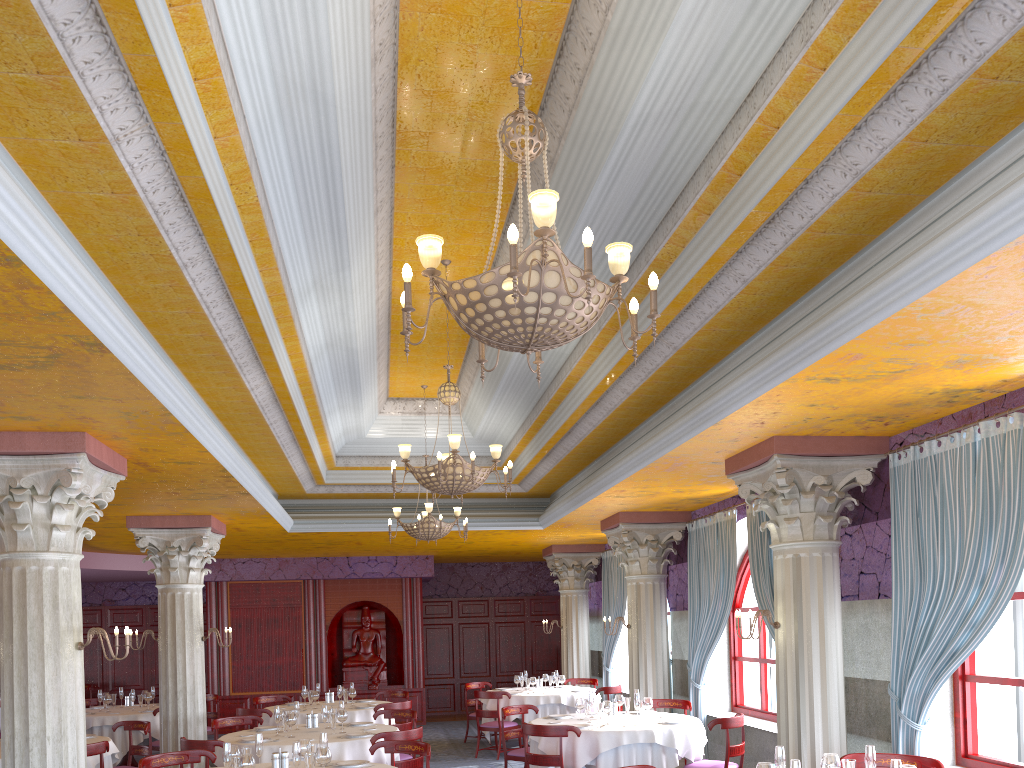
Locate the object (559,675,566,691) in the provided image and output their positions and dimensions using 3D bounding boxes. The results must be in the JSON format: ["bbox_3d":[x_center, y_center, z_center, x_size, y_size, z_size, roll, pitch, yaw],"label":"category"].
[{"bbox_3d":[0.855,5.109,14.632,0.122,0.260,0.124,-2,-4,5],"label":"object"}]

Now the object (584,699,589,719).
[{"bbox_3d":[0.891,3.880,10.219,0.086,0.234,0.087,-1,-3,-6],"label":"object"}]

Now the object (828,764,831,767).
[{"bbox_3d":[1.930,2.413,5.201,0.144,0.209,0.073,1,-4,-29],"label":"object"}]

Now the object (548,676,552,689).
[{"bbox_3d":[0.674,5.244,15.048,0.086,0.234,0.086,-2,-3,16],"label":"object"}]

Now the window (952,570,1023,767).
[{"bbox_3d":[4.105,1.498,5.595,0.160,2.493,3.685,-2,-11,-9],"label":"window"}]

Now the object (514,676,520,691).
[{"bbox_3d":[0.091,5.196,14.867,0.122,0.260,0.124,-2,-4,5],"label":"object"}]

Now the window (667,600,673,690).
[{"bbox_3d":[2.680,4.184,15.009,0.160,2.493,3.685,-2,-11,-9],"label":"window"}]

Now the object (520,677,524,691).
[{"bbox_3d":[0.174,5.231,14.950,0.086,0.234,0.087,0,-3,-29],"label":"object"}]

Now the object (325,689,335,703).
[{"bbox_3d":[-2.766,4.739,12.999,0.144,0.209,0.073,1,-4,-29],"label":"object"}]

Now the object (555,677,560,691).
[{"bbox_3d":[0.772,5.101,14.548,0.086,0.234,0.087,0,-3,-29],"label":"object"}]

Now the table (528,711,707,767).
[{"bbox_3d":[1.206,4.412,10.014,2.077,0.936,2.167,0,-13,-8],"label":"table"}]

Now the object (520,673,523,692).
[{"bbox_3d":[0.163,5.061,14.520,0.074,0.331,0.074,-2,-2,27],"label":"object"}]

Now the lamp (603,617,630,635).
[{"bbox_3d":[1.505,3.515,12.446,0.382,0.269,0.350,3,-11,-21],"label":"lamp"}]

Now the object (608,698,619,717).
[{"bbox_3d":[1.188,3.813,10.104,0.144,0.209,0.073,1,-4,-29],"label":"object"}]

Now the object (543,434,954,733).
[{"bbox_3d":[3.120,2.317,7.520,2.091,3.510,30.204,-1,-15,-9],"label":"object"}]

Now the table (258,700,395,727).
[{"bbox_3d":[-2.748,5.338,12.909,2.077,0.936,2.167,0,-13,-8],"label":"table"}]

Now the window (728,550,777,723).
[{"bbox_3d":[3.392,2.842,10.304,0.160,2.493,3.685,-2,-11,-9],"label":"window"}]

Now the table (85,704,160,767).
[{"bbox_3d":[-5.982,5.552,13.344,2.077,0.936,2.167,0,-13,-8],"label":"table"}]

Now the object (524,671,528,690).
[{"bbox_3d":[0.243,5.211,15.059,0.074,0.331,0.074,-2,-2,27],"label":"object"}]

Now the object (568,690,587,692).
[{"bbox_3d":[1.096,5.126,14.296,0.313,0.024,0.325,1,-16,-9],"label":"object"}]

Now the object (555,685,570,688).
[{"bbox_3d":[0.928,5.432,15.367,0.313,0.024,0.325,1,-16,-9],"label":"object"}]

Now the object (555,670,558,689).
[{"bbox_3d":[0.781,5.173,14.979,0.074,0.331,0.074,-2,-2,27],"label":"object"}]

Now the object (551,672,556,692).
[{"bbox_3d":[0.701,5.024,14.441,0.074,0.331,0.074,-2,-2,27],"label":"object"}]

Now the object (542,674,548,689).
[{"bbox_3d":[0.591,5.256,15.131,0.122,0.260,0.124,-1,-4,-18],"label":"object"}]

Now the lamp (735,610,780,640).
[{"bbox_3d":[2.213,2.180,7.770,0.382,0.269,0.350,3,-11,-21],"label":"lamp"}]

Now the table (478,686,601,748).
[{"bbox_3d":[0.489,5.762,14.745,2.077,0.936,2.167,0,-13,-8],"label":"table"}]

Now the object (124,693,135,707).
[{"bbox_3d":[-8.585,4.825,14.461,5.700,1.180,0.355,-7,-4,19],"label":"object"}]

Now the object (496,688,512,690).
[{"bbox_3d":[-0.143,5.415,15.199,0.313,0.024,0.325,1,-16,-9],"label":"object"}]

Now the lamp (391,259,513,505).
[{"bbox_3d":[-0.558,-0.047,7.560,0.968,2.147,0.965,-4,-4,36],"label":"lamp"}]

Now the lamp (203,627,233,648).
[{"bbox_3d":[-3.969,3.420,11.557,0.382,0.269,0.350,3,-11,-21],"label":"lamp"}]

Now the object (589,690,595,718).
[{"bbox_3d":[0.959,3.861,10.328,0.074,0.331,0.074,0,-2,-40],"label":"object"}]

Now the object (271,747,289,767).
[{"bbox_3d":[-1.811,2.939,6.692,0.144,0.209,0.073,1,-4,-29],"label":"object"}]

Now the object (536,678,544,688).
[{"bbox_3d":[0.471,5.163,14.835,0.144,0.209,0.073,1,-4,-29],"label":"object"}]

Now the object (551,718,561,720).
[{"bbox_3d":[0.478,4.017,10.279,0.262,0.019,0.055,-15,-19,40],"label":"object"}]

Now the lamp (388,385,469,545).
[{"bbox_3d":[-1.147,1.064,11.453,0.968,2.147,0.965,-4,-4,36],"label":"lamp"}]

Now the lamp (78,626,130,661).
[{"bbox_3d":[-3.254,2.073,6.835,0.382,0.269,0.350,3,-11,-21],"label":"lamp"}]

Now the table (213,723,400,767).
[{"bbox_3d":[-2.251,4.402,9.628,2.077,0.936,2.167,0,-13,-8],"label":"table"}]

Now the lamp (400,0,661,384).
[{"bbox_3d":[0.041,-1.176,3.603,0.968,2.147,0.965,-4,-4,36],"label":"lamp"}]

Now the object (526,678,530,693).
[{"bbox_3d":[0.273,5.087,14.450,0.086,0.234,0.087,0,-3,-29],"label":"object"}]

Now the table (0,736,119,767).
[{"bbox_3d":[-5.344,4.349,9.128,2.077,0.936,2.167,0,-13,-8],"label":"table"}]

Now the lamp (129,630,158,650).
[{"bbox_3d":[-4.921,3.423,11.470,0.382,0.269,0.350,3,-11,-21],"label":"lamp"}]

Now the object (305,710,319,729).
[{"bbox_3d":[-2.269,3.802,9.718,0.144,0.209,0.073,1,-4,-29],"label":"object"}]

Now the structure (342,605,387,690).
[{"bbox_3d":[-3.210,5.702,18.537,0.964,1.823,0.650,-1,-3,-9],"label":"structure"}]

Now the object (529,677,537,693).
[{"bbox_3d":[0.356,5.048,14.367,0.122,0.260,0.124,1,-5,-40],"label":"object"}]

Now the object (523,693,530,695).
[{"bbox_3d":[0.214,5.079,14.033,0.055,0.019,0.261,-13,-19,38],"label":"object"}]

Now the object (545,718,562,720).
[{"bbox_3d":[0.499,4.034,10.311,0.257,0.003,0.022,-13,-19,35],"label":"object"}]

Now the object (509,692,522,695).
[{"bbox_3d":[0.025,5.109,14.128,0.313,0.024,0.325,1,-16,-9],"label":"object"}]

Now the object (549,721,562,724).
[{"bbox_3d":[0.505,3.914,9.897,0.158,0.009,0.165,1,-16,-9],"label":"object"}]

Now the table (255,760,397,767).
[{"bbox_3d":[-1.793,3.538,6.602,2.077,0.936,2.167,0,-13,-8],"label":"table"}]
